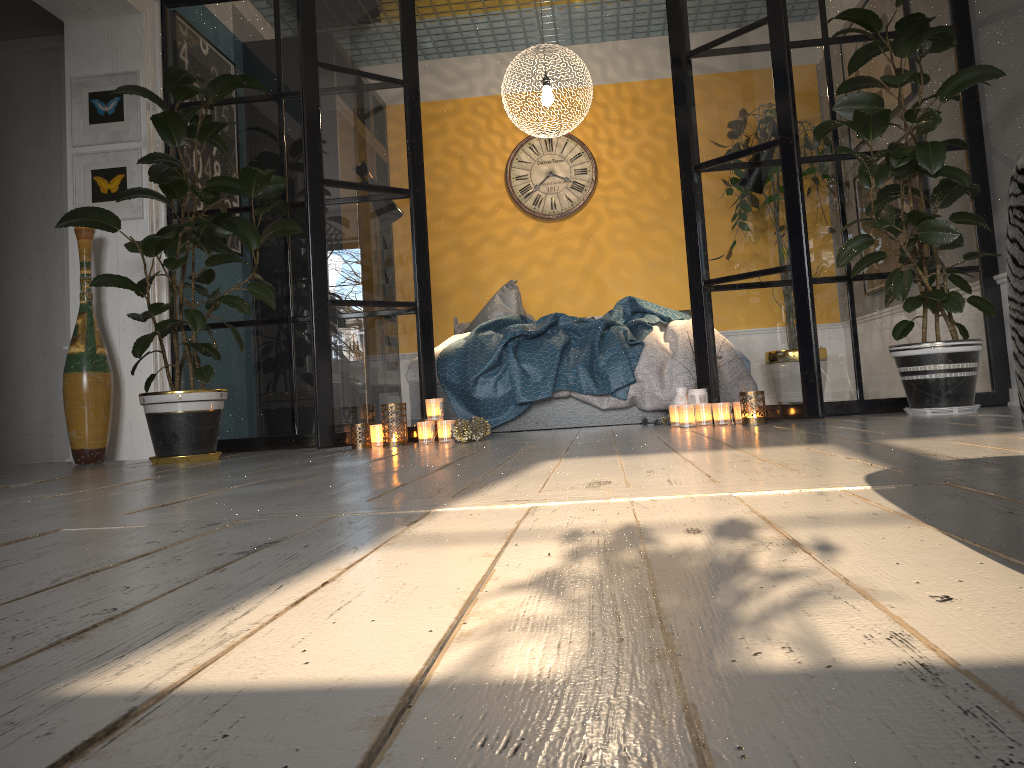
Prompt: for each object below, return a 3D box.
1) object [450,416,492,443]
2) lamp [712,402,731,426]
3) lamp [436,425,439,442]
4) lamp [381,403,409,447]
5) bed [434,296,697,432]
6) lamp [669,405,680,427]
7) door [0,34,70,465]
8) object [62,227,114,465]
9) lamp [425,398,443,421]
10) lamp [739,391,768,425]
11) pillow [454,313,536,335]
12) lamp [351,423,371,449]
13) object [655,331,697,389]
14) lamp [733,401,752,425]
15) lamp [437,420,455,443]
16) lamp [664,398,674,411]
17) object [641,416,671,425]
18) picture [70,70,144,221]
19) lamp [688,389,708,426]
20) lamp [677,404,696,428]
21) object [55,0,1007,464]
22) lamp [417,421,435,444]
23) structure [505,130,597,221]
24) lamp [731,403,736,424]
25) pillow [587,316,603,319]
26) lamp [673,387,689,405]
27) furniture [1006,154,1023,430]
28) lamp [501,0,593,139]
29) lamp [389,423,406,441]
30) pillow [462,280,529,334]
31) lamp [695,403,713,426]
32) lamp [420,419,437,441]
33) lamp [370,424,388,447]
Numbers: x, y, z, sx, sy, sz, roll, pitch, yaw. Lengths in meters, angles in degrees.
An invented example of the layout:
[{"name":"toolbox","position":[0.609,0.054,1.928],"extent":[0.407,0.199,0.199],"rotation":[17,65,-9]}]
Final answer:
[{"name":"object","position":[-0.198,0.207,4.118],"extent":[0.192,0.118,0.714],"rotation":[-3,-1,-5]},{"name":"lamp","position":[0.923,0.132,3.888],"extent":[0.080,0.099,0.080],"rotation":[0,-5,-44]},{"name":"lamp","position":[-0.310,0.224,4.035],"extent":[0.069,0.081,0.068],"rotation":[-4,-3,13]},{"name":"lamp","position":[-0.517,0.180,3.893],"extent":[0.115,0.188,0.114],"rotation":[-4,-4,4]},{"name":"bed","position":[0.448,-0.143,5.698],"extent":[1.896,0.774,2.315],"rotation":[-4,-1,6]},{"name":"lamp","position":[0.759,0.146,4.039],"extent":[0.081,0.099,0.080],"rotation":[-2,-4,-30]},{"name":"door","position":[-2.827,-0.718,4.843],"extent":[1.037,2.319,0.177],"rotation":[-4,-5,5]},{"name":"object","position":[-1.983,-0.191,4.132],"extent":[0.216,1.130,0.214],"rotation":[-4,-5,0]},{"name":"lamp","position":[-0.343,0.115,3.940],"extent":[0.080,0.099,0.080],"rotation":[0,-5,-44]},{"name":"lamp","position":[1.025,0.102,3.762],"extent":[0.107,0.141,0.107],"rotation":[-2,-4,-31]},{"name":"pillow","position":[-0.046,-0.319,6.616],"extent":[0.756,0.458,0.511],"rotation":[-3,-3,-23]},{"name":"lamp","position":[-0.664,0.230,3.889],"extent":[0.084,0.111,0.084],"rotation":[-2,-4,-19]},{"name":"object","position":[0.982,-0.071,4.385],"extent":[0.278,0.525,0.435],"rotation":[0,-5,-44]},{"name":"lamp","position":[1.008,0.126,3.858],"extent":[0.080,0.099,0.080],"rotation":[0,-5,-44]},{"name":"lamp","position":[-0.291,0.211,3.926],"extent":[0.080,0.099,0.080],"rotation":[0,-5,-44]},{"name":"lamp","position":[0.826,0.136,4.391],"extent":[0.108,0.132,0.095],"rotation":[-2,-4,-24]},{"name":"object","position":[0.736,0.183,4.393],"extent":[0.087,0.054,0.324],"rotation":[-2,-2,-30]},{"name":"picture","position":[-2.118,-1.193,3.456],"extent":[0.359,0.756,1.939],"rotation":[-4,-2,6]},{"name":"lamp","position":[0.857,0.107,4.054],"extent":[0.089,0.167,0.092],"rotation":[-1,-5,-28]},{"name":"lamp","position":[0.773,0.142,3.907],"extent":[0.080,0.099,0.080],"rotation":[0,-5,-44]},{"name":"object","position":[0.165,-0.671,3.812],"extent":[3.894,1.805,1.006],"rotation":[-4,-4,5]},{"name":"lamp","position":[-0.381,0.217,3.941],"extent":[0.080,0.099,0.080],"rotation":[0,-5,-44]},{"name":"structure","position":[0.308,-1.657,7.001],"extent":[0.726,0.728,0.070],"rotation":[-4,-5,5]},{"name":"lamp","position":[0.985,0.134,3.966],"extent":[0.063,0.091,0.063],"rotation":[-3,-4,-13]},{"name":"pillow","position":[0.609,-0.372,6.134],"extent":[0.593,0.228,0.482],"rotation":[-3,-2,-35]},{"name":"lamp","position":[0.803,0.107,4.160],"extent":[0.092,0.181,0.092],"rotation":[-6,-5,26]},{"name":"furniture","position":[0.732,-0.049,0.549],"extent":[0.735,0.358,0.732],"rotation":[-3,-2,-7]},{"name":"lamp","position":[0.219,-2.198,5.948],"extent":[0.616,1.102,0.613],"rotation":[0,-6,-43]},{"name":"lamp","position":[-0.515,0.227,3.996],"extent":[0.080,0.099,0.080],"rotation":[0,-5,-44]},{"name":"pillow","position":[-0.093,-0.421,6.206],"extent":[0.782,0.602,0.497],"rotation":[-4,-3,11]},{"name":"lamp","position":[0.856,0.138,3.944],"extent":[0.080,0.099,0.080],"rotation":[0,-5,-44]},{"name":"lamp","position":[-0.391,0.218,4.174],"extent":[0.081,0.107,0.080],"rotation":[-4,-4,5]},{"name":"lamp","position":[-0.592,0.231,3.944],"extent":[0.080,0.099,0.080],"rotation":[0,-5,-44]}]
